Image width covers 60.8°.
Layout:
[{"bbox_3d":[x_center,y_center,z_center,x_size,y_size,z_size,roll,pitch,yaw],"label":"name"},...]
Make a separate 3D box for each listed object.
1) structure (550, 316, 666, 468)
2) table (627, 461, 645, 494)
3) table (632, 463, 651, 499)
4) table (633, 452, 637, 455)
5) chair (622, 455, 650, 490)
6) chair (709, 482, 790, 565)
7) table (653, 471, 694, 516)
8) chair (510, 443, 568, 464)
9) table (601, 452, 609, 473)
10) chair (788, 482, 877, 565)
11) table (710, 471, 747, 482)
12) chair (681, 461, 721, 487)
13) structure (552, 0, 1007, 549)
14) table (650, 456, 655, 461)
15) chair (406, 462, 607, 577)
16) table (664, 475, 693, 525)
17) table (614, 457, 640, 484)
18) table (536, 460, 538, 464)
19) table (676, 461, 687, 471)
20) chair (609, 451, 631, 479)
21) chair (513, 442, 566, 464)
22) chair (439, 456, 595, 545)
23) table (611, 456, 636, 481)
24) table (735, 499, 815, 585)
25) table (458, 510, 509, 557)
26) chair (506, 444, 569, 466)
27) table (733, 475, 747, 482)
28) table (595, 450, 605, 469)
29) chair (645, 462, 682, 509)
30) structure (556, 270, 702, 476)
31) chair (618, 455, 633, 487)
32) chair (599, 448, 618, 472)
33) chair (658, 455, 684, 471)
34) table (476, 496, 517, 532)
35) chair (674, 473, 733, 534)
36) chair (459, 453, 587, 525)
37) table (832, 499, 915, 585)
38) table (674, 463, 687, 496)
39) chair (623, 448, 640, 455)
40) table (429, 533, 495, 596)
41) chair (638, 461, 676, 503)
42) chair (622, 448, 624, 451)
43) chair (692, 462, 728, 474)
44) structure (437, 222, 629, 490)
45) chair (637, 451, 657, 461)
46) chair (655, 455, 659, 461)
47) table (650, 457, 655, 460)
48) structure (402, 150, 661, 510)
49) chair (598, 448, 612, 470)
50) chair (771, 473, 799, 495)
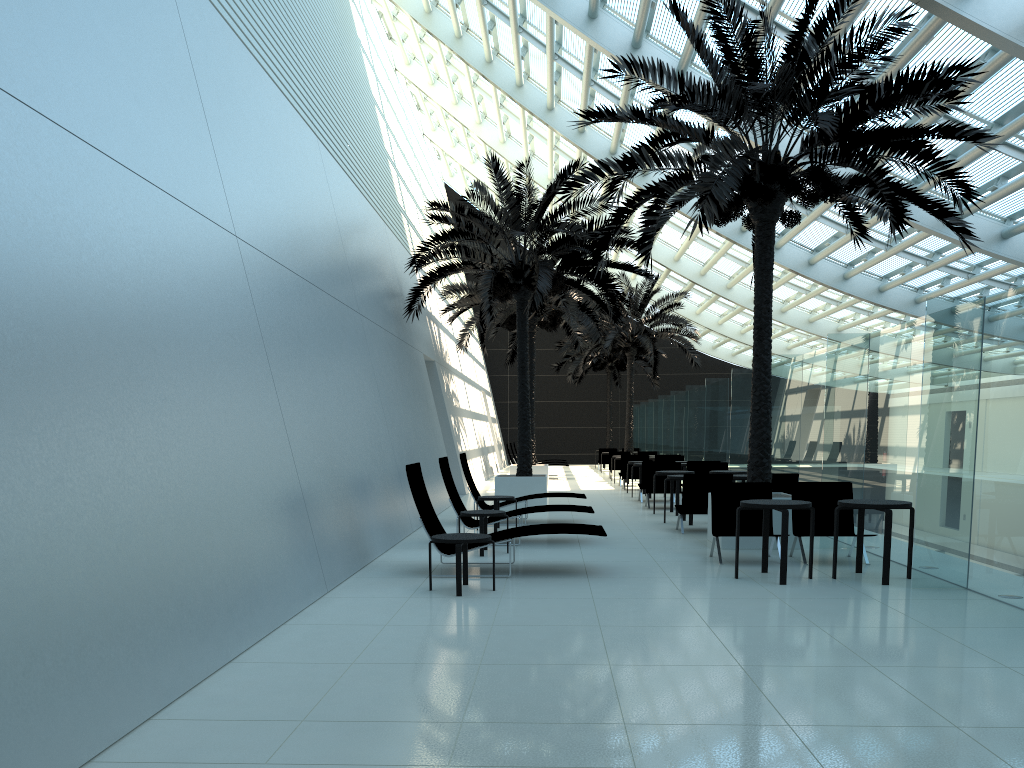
[{"bbox_3d":[4.441,0.149,38.221,4.450,7.093,4.762,-2,4,-19],"label":"structure"},{"bbox_3d":[3.206,2.299,21.440,0.677,0.789,0.675,2,4,41],"label":"table"},{"bbox_3d":[3.130,2.214,19.977,0.676,0.789,0.676,-3,4,-45],"label":"table"},{"bbox_3d":[4.691,2.938,32.650,0.677,0.789,0.675,2,4,41],"label":"table"},{"bbox_3d":[3.272,2.317,22.733,0.716,0.897,0.879,0,2,3],"label":"chair"},{"bbox_3d":[2.684,1.577,9.891,0.716,0.897,0.879,0,2,3],"label":"chair"},{"bbox_3d":[2.948,1.974,15.807,0.677,0.789,0.675,2,4,41],"label":"table"},{"bbox_3d":[0.966,2.676,31.147,2.036,1.170,0.913,0,3,3],"label":"chair"},{"bbox_3d":[3.722,2.947,32.695,0.677,0.789,0.675,2,4,41],"label":"table"},{"bbox_3d":[3.615,1.569,9.848,0.716,0.897,0.879,0,2,3],"label":"chair"},{"bbox_3d":[3.917,1.966,15.763,0.677,0.789,0.675,2,4,41],"label":"table"},{"bbox_3d":[4.038,2.082,18.751,0.716,0.897,0.879,0,2,3],"label":"chair"},{"bbox_3d":[3.172,-1.419,10.982,4.815,7.095,4.398,1,4,21],"label":"structure"},{"bbox_3d":[4.431,2.613,26.993,0.677,0.789,0.675,2,4,41],"label":"table"},{"bbox_3d":[-0.037,1.416,9.274,2.036,1.170,0.913,0,3,3],"label":"chair"},{"bbox_3d":[2.865,1.881,14.193,0.676,0.789,0.676,-3,4,-45],"label":"table"},{"bbox_3d":[3.388,2.539,25.610,0.676,0.789,0.676,-3,4,-45],"label":"table"},{"bbox_3d":[0.654,3.094,32.692,0.551,0.522,0.551,-2,2,-45],"label":"table"},{"bbox_3d":[4.175,2.290,21.395,0.677,0.789,0.675,2,4,41],"label":"table"},{"bbox_3d":[3.528,2.637,28.306,0.716,0.897,0.879,0,2,3],"label":"chair"},{"bbox_3d":[1.087,2.828,33.794,2.036,1.170,0.913,0,3,3],"label":"chair"},{"bbox_3d":[0.081,1.564,11.841,2.036,1.170,0.913,0,3,3],"label":"chair"},{"bbox_3d":[3.463,2.621,27.038,0.677,0.789,0.675,2,4,41],"label":"table"},{"bbox_3d":[2.623,1.566,8.724,0.676,0.789,0.676,-3,4,-40],"label":"table"},{"bbox_3d":[-0.353,1.829,10.739,0.551,0.522,0.551,-2,2,-45],"label":"table"},{"bbox_3d":[0.848,2.528,28.579,2.036,1.170,0.913,0,3,3],"label":"chair"},{"bbox_3d":[3.834,1.873,14.149,0.676,0.789,0.676,-3,4,-45],"label":"table"},{"bbox_3d":[3.904,3.187,36.865,0.676,0.789,0.676,-3,4,-40],"label":"table"},{"bbox_3d":[3.013,1.992,17.088,0.716,0.897,0.879,0,2,3],"label":"chair"},{"bbox_3d":[4.042,-0.318,30.092,4.822,7.095,4.392,-1,4,-4],"label":"structure"},{"bbox_3d":[3.364,2.414,24.427,0.716,0.897,0.879,0,2,3],"label":"chair"},{"bbox_3d":[3.788,2.965,33.988,0.716,0.897,0.879,0,2,3],"label":"chair"},{"bbox_3d":[4.204,2.309,22.691,0.716,0.897,0.879,0,2,3],"label":"chair"},{"bbox_3d":[-0.235,1.977,13.306,0.551,0.522,0.551,-2,2,-45],"label":"table"},{"bbox_3d":[2.841,1.757,13.010,0.716,0.897,0.879,0,2,3],"label":"chair"},{"bbox_3d":[0.199,1.712,14.409,2.036,1.170,0.913,0,3,3],"label":"chair"},{"bbox_3d":[3.592,1.558,8.679,0.676,0.789,0.676,-3,4,-40],"label":"table"},{"bbox_3d":[4.099,2.206,19.932,0.676,0.789,0.676,-3,4,-45],"label":"table"},{"bbox_3d":[4.720,2.957,33.945,0.716,0.897,0.879,0,2,3],"label":"chair"},{"bbox_3d":[-0.470,1.682,8.171,0.551,0.522,0.551,-2,2,-45],"label":"table"},{"bbox_3d":[3.106,2.090,18.794,0.716,0.897,0.879,0,2,3],"label":"chair"},{"bbox_3d":[4.812,3.054,35.639,0.716,0.897,0.879,0,2,3],"label":"chair"},{"bbox_3d":[3.945,1.984,17.045,0.716,0.897,0.879,0,2,3],"label":"chair"},{"bbox_3d":[0.347,-0.654,22.842,4.272,6.968,4.597,3,5,36],"label":"structure"},{"bbox_3d":[4.459,2.630,28.264,0.716,0.897,0.879,0,2,3],"label":"chair"},{"bbox_3d":[4.296,2.406,24.384,0.716,0.897,0.879,0,2,3],"label":"chair"},{"bbox_3d":[4.357,2.530,25.565,0.676,0.789,0.676,-3,4,-45],"label":"table"},{"bbox_3d":[0.278,-0.970,16.846,4.634,6.907,4.235,-2,4,-19],"label":"structure"},{"bbox_3d":[3.880,3.062,35.682,0.716,0.897,0.879,0,2,3],"label":"chair"},{"bbox_3d":[3.773,1.749,12.968,0.716,0.897,0.879,0,2,3],"label":"chair"}]
